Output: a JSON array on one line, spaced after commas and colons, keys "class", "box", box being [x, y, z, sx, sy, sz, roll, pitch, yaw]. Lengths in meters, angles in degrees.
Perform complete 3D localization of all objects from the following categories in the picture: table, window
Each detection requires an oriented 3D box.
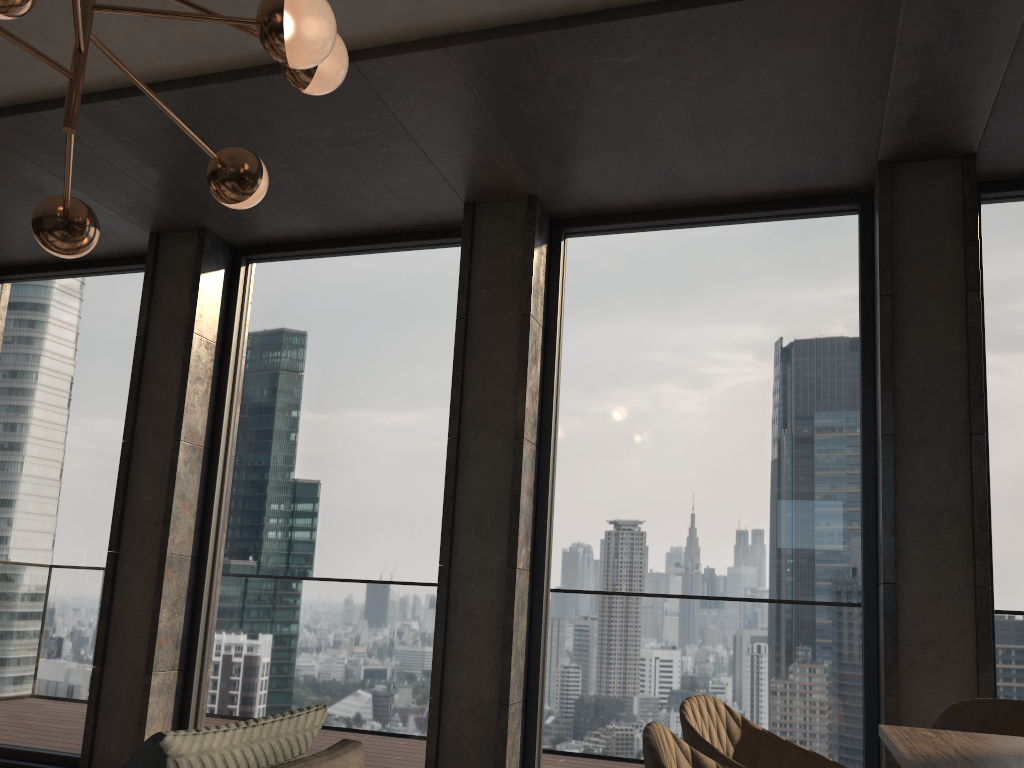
[{"class": "table", "box": [1.080, 1.066, 1.449, 0.769, 0.756, 1.493, -1, -14, 18]}, {"class": "window", "box": [-0.057, 0.621, 4.359, 7.265, 2.954, 0.202, -1, -11, 18]}]

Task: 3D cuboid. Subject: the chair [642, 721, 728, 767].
[{"class": "chair", "box": [0.442, 0.962, 1.322, 0.510, 0.823, 0.565, 1, -11, 13]}]

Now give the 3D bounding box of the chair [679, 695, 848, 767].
[{"class": "chair", "box": [0.627, 1.121, 1.895, 0.511, 0.823, 0.564, -2, -13, 27]}]

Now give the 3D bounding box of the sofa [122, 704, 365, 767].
[{"class": "sofa", "box": [-1.727, 0.893, 1.437, 2.911, 0.771, 2.060, -1, -15, 18]}]

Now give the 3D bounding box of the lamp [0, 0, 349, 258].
[{"class": "lamp", "box": [-0.935, -1.029, 2.243, 1.015, 1.021, 1.489, 4, -13, -5]}]

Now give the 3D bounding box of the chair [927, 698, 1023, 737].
[{"class": "chair", "box": [1.366, 1.272, 2.312, 0.555, 0.823, 0.518, -1, -12, 23]}]
